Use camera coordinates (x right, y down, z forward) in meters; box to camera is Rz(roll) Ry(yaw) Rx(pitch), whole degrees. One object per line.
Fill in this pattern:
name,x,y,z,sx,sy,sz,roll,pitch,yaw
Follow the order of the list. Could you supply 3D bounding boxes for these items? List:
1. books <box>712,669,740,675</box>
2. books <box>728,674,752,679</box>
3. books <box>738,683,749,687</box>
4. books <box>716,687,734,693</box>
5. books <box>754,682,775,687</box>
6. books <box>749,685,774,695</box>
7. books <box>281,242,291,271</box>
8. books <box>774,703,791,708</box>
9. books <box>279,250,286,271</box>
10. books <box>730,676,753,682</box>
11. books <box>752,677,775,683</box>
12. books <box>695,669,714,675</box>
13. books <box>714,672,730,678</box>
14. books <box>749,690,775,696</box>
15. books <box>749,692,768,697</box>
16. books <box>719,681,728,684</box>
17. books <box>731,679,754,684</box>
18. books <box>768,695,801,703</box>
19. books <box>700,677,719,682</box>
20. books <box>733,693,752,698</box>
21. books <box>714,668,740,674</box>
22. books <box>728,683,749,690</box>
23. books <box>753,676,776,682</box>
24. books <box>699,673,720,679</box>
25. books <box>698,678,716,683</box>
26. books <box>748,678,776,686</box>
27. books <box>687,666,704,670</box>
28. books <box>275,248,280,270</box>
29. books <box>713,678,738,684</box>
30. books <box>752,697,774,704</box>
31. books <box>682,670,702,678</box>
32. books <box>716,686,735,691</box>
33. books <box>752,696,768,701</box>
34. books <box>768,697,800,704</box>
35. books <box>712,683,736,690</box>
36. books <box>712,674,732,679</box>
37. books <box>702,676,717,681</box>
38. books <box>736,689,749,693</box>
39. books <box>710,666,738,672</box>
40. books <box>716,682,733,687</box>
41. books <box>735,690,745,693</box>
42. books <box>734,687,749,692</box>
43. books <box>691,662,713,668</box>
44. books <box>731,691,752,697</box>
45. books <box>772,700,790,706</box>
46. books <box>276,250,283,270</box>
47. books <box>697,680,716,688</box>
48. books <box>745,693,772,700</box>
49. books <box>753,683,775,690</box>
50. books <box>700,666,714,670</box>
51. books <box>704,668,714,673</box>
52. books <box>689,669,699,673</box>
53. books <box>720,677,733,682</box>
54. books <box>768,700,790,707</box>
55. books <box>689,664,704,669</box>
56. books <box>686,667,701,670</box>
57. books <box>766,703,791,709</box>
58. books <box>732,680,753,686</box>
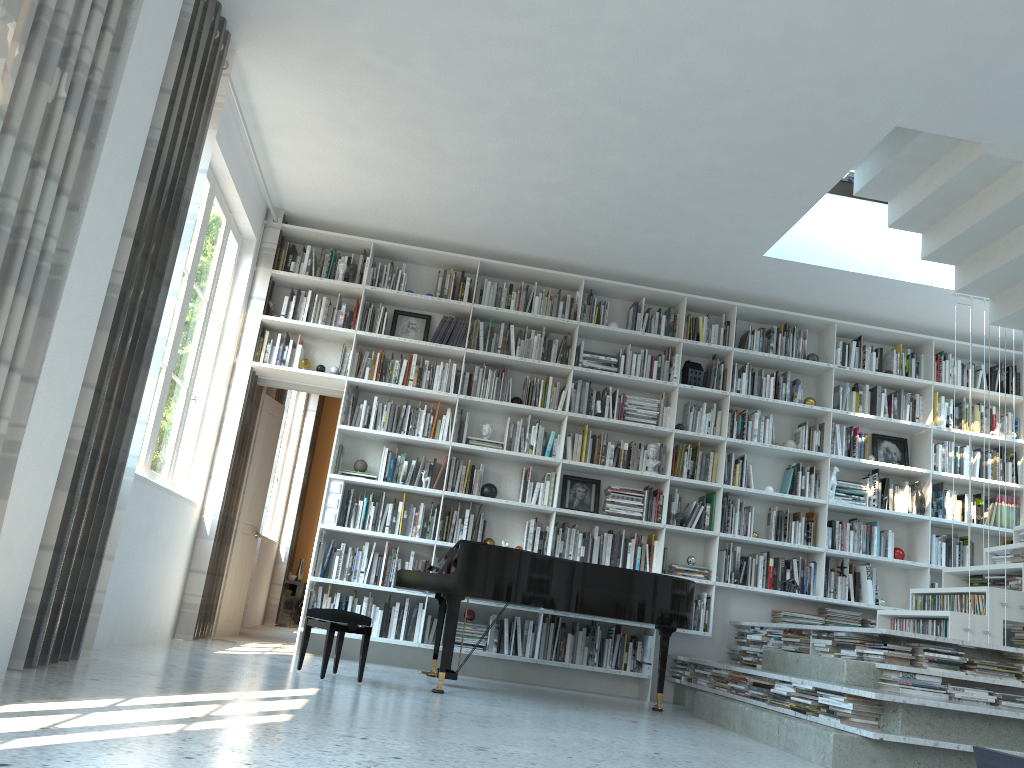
books,1.403,1.842,5.636,0.171,0.015,0.253,10,-15,-8
books,1.436,1.769,5.336,0.179,0.012,0.250,10,-15,-8
books,1.454,1.815,5.327,0.140,0.013,0.181,9,-15,-4
books,1.398,1.942,5.612,0.157,0.014,0.181,10,-15,-8
books,1.489,1.712,5.035,0.150,0.008,0.218,9,-15,-6
books,1.471,1.742,5.025,0.160,0.025,0.244,10,-15,-9
books,-1.774,-0.952,6.965,0.014,0.285,0.175,9,-14,-5
books,1.507,1.718,4.718,0.147,0.008,0.237,8,-15,0
books,-1.797,-0.923,6.965,0.023,0.222,0.151,9,-14,-5
books,1.437,1.782,5.333,0.165,0.014,0.236,10,-15,-9
books,1.491,1.690,5.040,0.157,0.007,0.269,9,-15,-5
books,1.361,1.938,5.932,0.180,0.015,0.295,10,-15,-7
books,1.394,1.855,5.632,0.182,0.016,0.199,8,-15,0
books,1.467,1.759,5.021,0.177,0.011,0.220,9,-15,-3
books,1.475,1.769,5.019,0.147,0.008,0.291,10,-15,-9
books,1.418,1.903,5.624,0.123,0.008,0.295,8,-15,-2
books,1.444,1.794,5.331,0.169,0.009,0.242,9,-15,-5
books,1.497,1.685,4.725,0.189,0.013,0.215,10,-15,-7
books,1.375,1.983,5.923,0.149,0.007,0.301,9,-15,-5
books,1.442,1.872,5.312,0.147,0.008,0.237,9,-15,-6
books,1.408,1.830,5.640,0.174,0.011,0.228,9,-15,-6
books,1.431,1.824,5.322,0.182,0.013,0.288,9,-15,-4
books,1.488,1.683,5.041,0.160,0.008,0.239,9,-15,-4
books,1.361,1.956,5.928,0.171,0.020,0.194,8,-15,-1
books,1.360,1.991,5.919,0.172,0.014,0.221,9,-15,-4
books,1.476,1.698,5.036,0.170,0.014,0.281,10,-15,-8
books,1.346,2.005,6.234,0.126,0.005,0.291,10,-15,-9
books,-1.838,-0.930,6.949,0.014,0.218,0.189,9,-14,-5
books,1.401,1.891,5.624,0.159,0.011,0.246,10,-15,-9
books,1.473,1.794,5.013,0.142,0.012,0.292,8,-15,-1
books,1.314,2.042,6.221,0.191,0.028,0.213,8,-15,-1
books,1.408,1.933,5.615,0.140,0.008,0.284,10,-15,-7
books,1.474,1.785,5.015,0.154,0.007,0.263,9,-15,-3
books,1.502,1.695,4.723,0.180,0.008,0.268,9,-15,-6
books,1.397,1.921,5.617,0.159,0.012,0.293,10,-15,-8
books,1.399,1.868,5.629,0.169,0.009,0.242,10,-15,-9
books,1.375,1.974,5.925,0.147,0.012,0.206,9,-15,-4
books,1.452,1.852,5.318,0.132,0.009,0.270,9,-15,-4
books,1.395,1.820,5.640,0.193,0.005,0.225,10,-15,-9
books,1.404,1.911,5.620,0.165,0.012,0.205,9,-15,-5
books,1.450,1.858,5.316,0.128,0.005,0.297,9,-15,-3
books,1.446,1.840,5.320,0.130,0.014,0.250,10,-15,-9
books,1.350,1.980,6.240,0.137,0.018,0.201,8,-15,-1
books,1.428,1.861,5.313,0.161,0.008,0.255,8,-15,0
books,1.506,1.704,4.721,0.159,0.009,0.276,8,-15,-2
books,-1.821,-0.926,6.973,0.024,0.227,0.130,9,-14,-5
books,1.351,2.009,5.914,0.177,0.026,0.231,8,-15,-2
books,1.455,1.775,5.015,0.189,0.009,0.291,8,-15,-2
books,1.485,1.723,5.031,0.142,0.017,0.240,10,-15,-9
books,1.375,1.912,5.939,0.159,0.006,0.286,9,-15,-3
books,1.386,1.926,5.938,0.130,0.018,0.256,8,-15,-2
books,1.345,2.025,6.229,0.143,0.019,0.231,9,-15,-4
books,1.415,1.882,5.628,0.140,0.013,0.181,8,-15,-2
books,1.504,1.711,4.719,0.171,0.005,0.298,9,-15,-6
books,1.353,1.996,6.237,0.135,0.014,0.298,9,-15,-4
books,1.336,2.010,6.231,0.160,0.009,0.292,9,-15,-3
books,1.487,1.721,4.715,0.193,0.005,0.225,10,-15,-9
books,1.447,1.803,5.329,0.155,0.009,0.298,9,-15,-4
